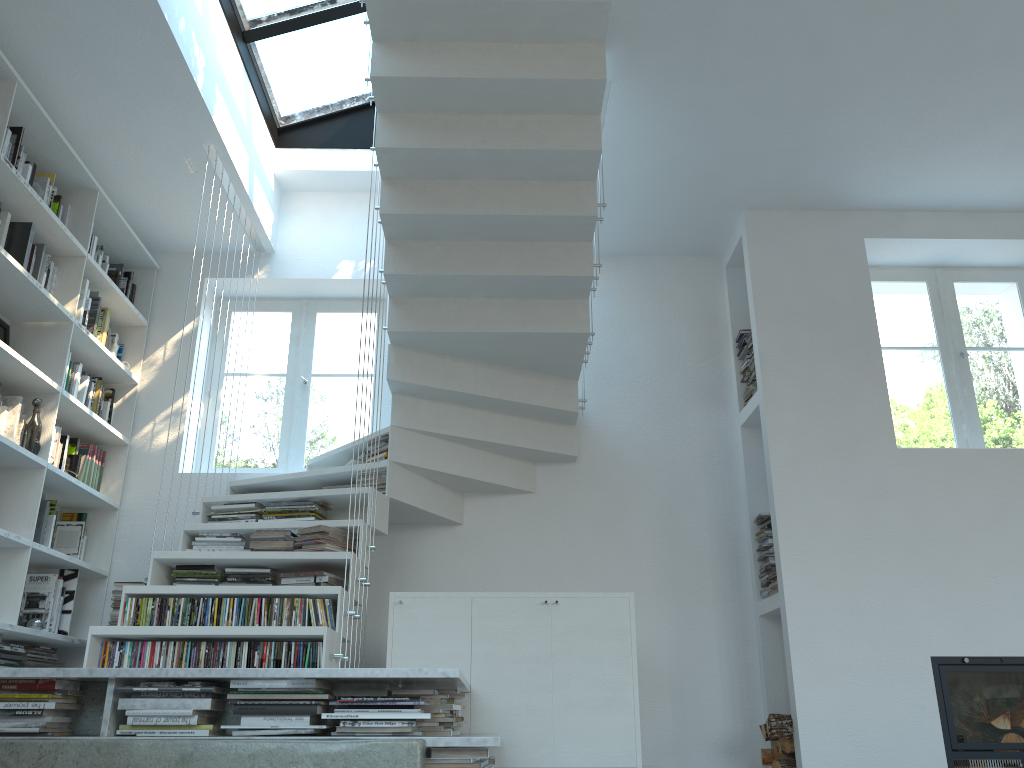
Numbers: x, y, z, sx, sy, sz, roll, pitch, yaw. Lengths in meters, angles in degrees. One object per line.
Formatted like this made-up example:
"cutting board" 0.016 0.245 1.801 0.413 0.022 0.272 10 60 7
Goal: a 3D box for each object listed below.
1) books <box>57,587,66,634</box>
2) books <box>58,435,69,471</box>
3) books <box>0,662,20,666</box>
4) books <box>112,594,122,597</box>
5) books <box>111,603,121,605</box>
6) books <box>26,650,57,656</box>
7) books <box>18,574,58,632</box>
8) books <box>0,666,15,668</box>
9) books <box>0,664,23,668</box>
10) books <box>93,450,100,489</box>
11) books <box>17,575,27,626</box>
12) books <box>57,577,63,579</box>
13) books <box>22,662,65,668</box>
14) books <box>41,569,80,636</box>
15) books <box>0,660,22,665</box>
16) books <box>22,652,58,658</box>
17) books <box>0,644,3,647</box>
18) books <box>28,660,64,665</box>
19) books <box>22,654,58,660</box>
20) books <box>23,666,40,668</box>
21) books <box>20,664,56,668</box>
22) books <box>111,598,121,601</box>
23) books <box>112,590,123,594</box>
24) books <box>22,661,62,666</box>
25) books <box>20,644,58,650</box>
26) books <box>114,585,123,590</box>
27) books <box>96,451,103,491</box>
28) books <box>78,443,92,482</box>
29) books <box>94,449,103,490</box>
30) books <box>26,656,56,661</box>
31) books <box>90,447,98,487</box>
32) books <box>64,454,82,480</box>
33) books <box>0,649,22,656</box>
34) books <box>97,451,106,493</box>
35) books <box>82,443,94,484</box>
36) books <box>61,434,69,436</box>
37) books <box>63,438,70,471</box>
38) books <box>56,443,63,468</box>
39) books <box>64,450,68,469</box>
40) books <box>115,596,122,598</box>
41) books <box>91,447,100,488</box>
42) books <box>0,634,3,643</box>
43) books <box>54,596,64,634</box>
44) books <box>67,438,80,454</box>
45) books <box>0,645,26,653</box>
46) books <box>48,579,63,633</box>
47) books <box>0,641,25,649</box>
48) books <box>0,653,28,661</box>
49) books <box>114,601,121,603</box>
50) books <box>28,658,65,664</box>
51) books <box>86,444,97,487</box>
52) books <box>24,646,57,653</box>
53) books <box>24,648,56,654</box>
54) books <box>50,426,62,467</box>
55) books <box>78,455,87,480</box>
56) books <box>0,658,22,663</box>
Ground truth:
"books" -2.310 1.132 4.400 0.140 0.242 0.024 0 -21 -1
"books" -2.353 0.377 4.480 0.181 0.246 0.022 0 -21 -1
"books" -2.361 1.239 3.938 0.199 0.009 0.317 1 -21 -4
"books" -1.935 1.097 4.549 0.150 0.014 0.207 0 -21 -1
"books" -1.930 1.135 4.535 0.160 0.008 0.193 0 -21 -1
"books" -2.375 1.317 4.336 0.159 0.009 0.286 0 -21 -1
"books" -2.293 1.058 4.268 0.159 0.284 0.012 0 -21 -1
"books" -2.361 1.255 3.932 0.198 0.008 0.355 -1 -21 2
"books" -2.356 1.247 3.935 0.199 0.009 0.317 -1 -21 4
"books" -2.360 0.494 4.848 0.169 0.292 0.018 0 -21 -1
"books" -2.267 0.959 3.938 0.183 0.232 0.014 0 -21 -1
"books" -2.306 1.098 4.375 0.141 0.286 0.047 0 -21 -1
"books" -2.366 1.372 4.318 0.205 0.007 0.369 -1 -21 3
"books" -2.284 1.095 4.433 0.185 0.334 0.010 0 -21 -1
"books" -2.361 1.231 3.941 0.198 0.008 0.355 1 -21 -4
"books" -2.365 1.325 4.333 0.161 0.009 0.255 -1 -21 3
"books" -2.320 1.090 3.716 0.285 0.012 0.160 2 -21 -5
"books" -2.375 1.358 4.324 0.207 0.008 0.329 -3 -21 7
"books" -2.367 1.333 4.330 0.159 0.009 0.286 -1 -21 2
"books" -2.367 1.386 4.312 0.207 0.008 0.329 -2 -21 5
"books" -2.364 1.379 4.315 0.207 0.008 0.329 -1 -21 4
"books" -1.938 1.117 4.541 0.144 0.009 0.228 0 -21 -1
"books" -1.930 1.084 4.554 0.155 0.014 0.236 0 -21 0
"books" -2.372 1.365 4.321 0.207 0.008 0.329 0 -21 1
"books" -2.370 1.291 4.346 0.161 0.009 0.255 0 -21 1
"books" -1.942 1.066 4.560 0.123 0.025 0.233 1 -21 -4
"books" -2.361 0.507 4.882 0.169 0.292 0.018 0 -21 -1
"books" -2.358 0.448 4.721 0.169 0.290 0.073 0 -21 -1
"books" -2.356 0.501 4.865 0.169 0.292 0.018 0 -21 -1
"books" -2.367 1.342 4.327 0.161 0.009 0.255 -1 -21 2
"books" -2.360 0.481 4.814 0.169 0.292 0.018 0 -21 -1
"books" -2.339 0.454 4.587 0.191 0.180 0.024 0 -21 -1
"books" -2.358 1.196 3.957 0.199 0.018 0.317 2 -21 -5
"books" -2.351 0.514 4.899 0.169 0.292 0.018 0 -21 -1
"books" -2.359 0.459 4.757 0.169 0.293 0.033 0 -21 -1
"books" -2.363 0.381 4.505 0.171 0.258 0.029 0 -21 -1
"books" -2.372 0.399 4.545 0.161 0.253 0.012 0 -21 -1
"books" -2.347 0.386 4.421 0.169 0.188 0.023 0 -21 -1
"books" -2.378 0.435 4.573 0.138 0.206 0.014 0 -21 -1
"books" -1.940 1.108 4.545 0.121 0.011 0.215 2 -21 -6
"books" -2.356 0.488 4.831 0.169 0.292 0.018 0 -21 -1
"books" -2.320 1.058 3.712 0.266 0.035 0.205 0 -21 0
"books" -2.300 1.136 4.336 0.176 0.188 0.024 0 -21 -1
"books" -2.366 0.418 4.627 0.170 0.276 0.026 0 -21 -1
"books" -2.364 1.179 3.963 0.198 0.017 0.355 0 -21 1
"books" -2.293 1.085 4.313 0.168 0.265 0.031 0 -21 -1
"books" -2.370 1.163 3.969 0.198 0.017 0.355 0 -21 -1
"books" -2.355 1.212 3.951 0.198 0.017 0.355 -1 -21 4
"books" -1.941 1.126 4.538 0.131 0.011 0.183 1 -21 -3
"books" -2.364 1.350 4.326 0.207 0.008 0.329 -1 -21 4
"books" -2.345 0.468 4.780 0.169 0.292 0.018 0 -21 -1
"books" -2.375 1.300 4.343 0.159 0.009 0.286 0 -21 -1
"books" -2.372 1.308 4.340 0.161 0.009 0.255 1 -21 -2
"books" -2.346 0.338 4.397 0.176 0.260 0.056 0 -21 -1
"books" -2.356 0.470 4.669 0.167 0.216 0.089 0 -21 -1
"books" -2.364 1.223 3.944 0.198 0.008 0.355 1 -21 -3
